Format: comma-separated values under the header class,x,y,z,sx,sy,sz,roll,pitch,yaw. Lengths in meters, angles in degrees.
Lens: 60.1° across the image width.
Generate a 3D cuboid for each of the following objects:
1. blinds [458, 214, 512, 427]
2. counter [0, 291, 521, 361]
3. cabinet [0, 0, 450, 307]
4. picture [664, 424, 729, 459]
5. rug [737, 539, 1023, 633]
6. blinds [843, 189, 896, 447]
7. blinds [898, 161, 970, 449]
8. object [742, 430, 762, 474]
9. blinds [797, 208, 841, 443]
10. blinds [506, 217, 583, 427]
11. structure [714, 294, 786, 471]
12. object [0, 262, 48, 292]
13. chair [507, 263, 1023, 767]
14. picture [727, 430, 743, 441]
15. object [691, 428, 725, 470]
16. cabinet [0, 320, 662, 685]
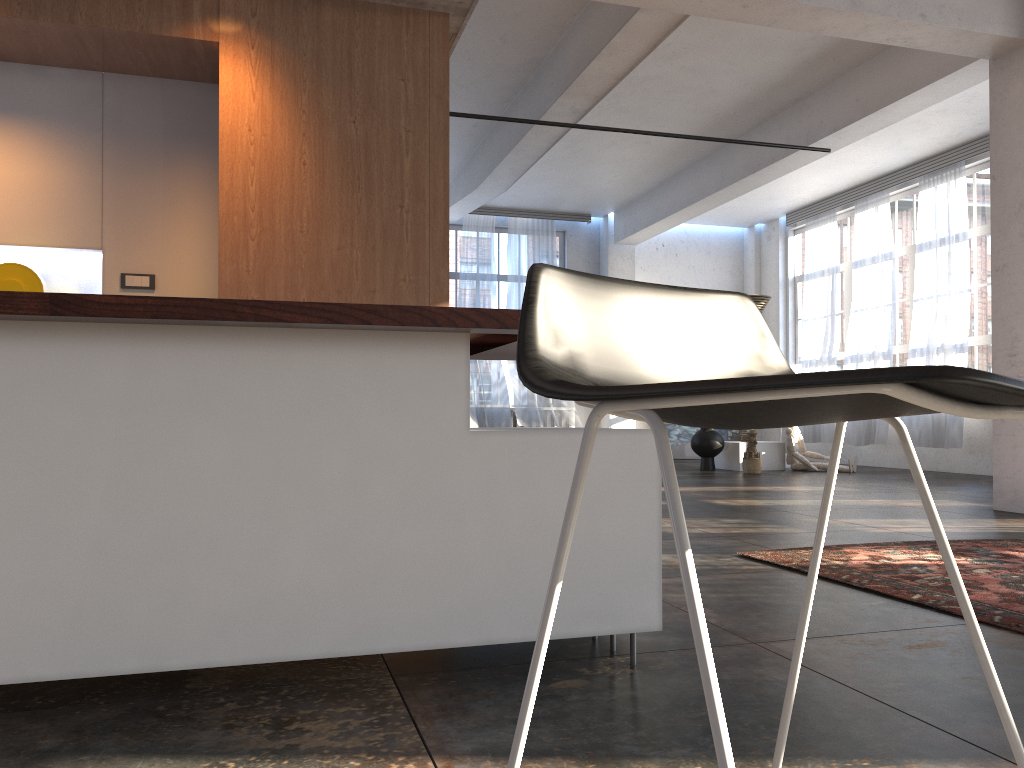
class,x,y,z,sx,sy,sz,roll,pitch,yaw
blinds,-0.436,-0.980,13.484,0.700,3.558,0.866,0,-1,-17
counter,-3.025,0.294,1.823,6.736,0.971,1.129,1,-2,-17
cabinet,-4.536,-0.573,4.301,8.204,2.561,2.351,1,-2,-17
picture,2.979,0.695,14.814,1.450,1.141,0.301,0,-1,-19
rug,2.402,0.803,3.349,1.877,0.029,2.852,0,-2,-16
blinds,4.943,-0.988,12.290,0.319,3.712,1.013,0,-1,-17
blinds,5.287,-1.037,11.011,0.365,3.673,1.019,0,-1,-16
object,2.971,0.870,10.963,0.238,0.600,0.222,0,-1,11
blinds,4.618,-0.953,13.422,0.343,3.696,1.022,0,-1,-19
blinds,0.473,-1.013,13.626,1.070,3.499,0.988,0,-1,-16
structure,3.177,0.000,11.935,0.685,2.325,0.741,0,-1,-16
object,-2.324,-0.372,4.143,0.278,0.381,0.098,0,-1,-17
chair,0.233,0.339,0.731,0.473,0.895,0.494,1,-2,-39
picture,3.466,0.576,15.074,1.161,1.386,0.250,0,-1,-17
object,2.593,0.799,11.744,0.434,0.693,0.452,-1,-2,38
cabinet,-2.431,0.328,1.998,5.716,0.930,0.911,1,-2,-17
